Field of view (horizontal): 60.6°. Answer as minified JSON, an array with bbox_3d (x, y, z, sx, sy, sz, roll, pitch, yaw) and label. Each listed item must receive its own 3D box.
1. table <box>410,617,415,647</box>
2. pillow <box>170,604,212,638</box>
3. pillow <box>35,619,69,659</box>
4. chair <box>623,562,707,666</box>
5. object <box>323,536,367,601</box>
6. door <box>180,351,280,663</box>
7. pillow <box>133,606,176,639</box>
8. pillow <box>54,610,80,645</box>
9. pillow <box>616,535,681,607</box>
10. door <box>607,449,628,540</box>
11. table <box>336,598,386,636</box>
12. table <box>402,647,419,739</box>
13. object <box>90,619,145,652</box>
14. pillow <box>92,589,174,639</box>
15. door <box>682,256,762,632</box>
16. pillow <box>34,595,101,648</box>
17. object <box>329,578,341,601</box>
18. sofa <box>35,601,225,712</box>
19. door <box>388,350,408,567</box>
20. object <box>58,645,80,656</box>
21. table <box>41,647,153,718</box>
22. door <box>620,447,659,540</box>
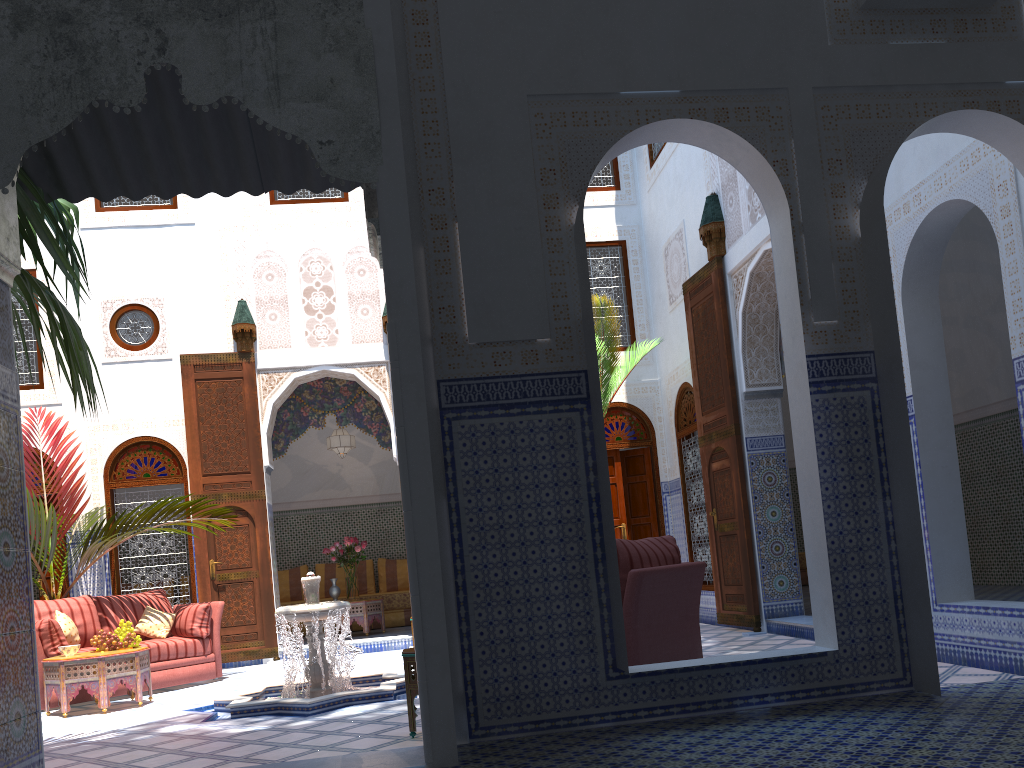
[{"bbox_3d":[-0.523,1.706,5.849,0.292,0.321,0.289,-11,-8,37],"label":"table"},{"bbox_3d":[-2.248,1.662,6.134,0.401,0.240,0.187,-13,-9,38],"label":"pillow"},{"bbox_3d":[-2.858,1.560,5.343,0.385,0.250,0.188,-13,-9,39],"label":"pillow"},{"bbox_3d":[0.400,1.064,3.721,0.736,0.536,0.815,-12,-11,37],"label":"chair"},{"bbox_3d":[-1.523,1.716,8.152,0.450,0.591,0.337,-7,-5,19],"label":"object"},{"bbox_3d":[-2.259,0.993,7.022,0.581,2.494,0.125,-5,-3,-12],"label":"door"},{"bbox_3d":[-2.470,1.648,6.057,0.266,0.234,0.148,-5,-5,-6],"label":"pillow"},{"bbox_3d":[-2.818,1.562,5.549,0.133,0.271,0.309,-5,-8,-7],"label":"pillow"},{"bbox_3d":[0.493,0.826,3.638,0.305,0.375,0.584,-10,-10,37],"label":"pillow"},{"bbox_3d":[0.849,1.293,7.487,0.285,1.450,0.125,-5,-3,-7],"label":"door"},{"bbox_3d":[-1.457,2.181,8.165,0.536,0.320,0.548,-4,-9,-7],"label":"table"},{"bbox_3d":[-0.263,1.164,3.340,0.288,0.321,0.294,-5,-7,-7],"label":"table"},{"bbox_3d":[-2.374,1.537,5.264,0.305,0.237,0.221,-1,-8,-27],"label":"object"},{"bbox_3d":[-2.651,1.649,6.184,0.324,0.370,0.562,-10,-10,37],"label":"pillow"},{"bbox_3d":[1.441,0.446,6.058,0.123,2.494,0.590,-5,-3,-13],"label":"door"},{"bbox_3d":[-2.993,1.591,5.737,0.294,0.387,0.584,-10,-10,37],"label":"pillow"},{"bbox_3d":[-1.647,1.915,8.137,0.106,0.211,0.108,-5,-5,-2],"label":"object"},{"bbox_3d":[-2.687,1.793,5.847,0.741,0.535,1.367,-12,-12,37],"label":"sofa"},{"bbox_3d":[-0.635,0.886,7.248,0.582,2.494,0.125,-5,-3,-7],"label":"door"},{"bbox_3d":[-2.577,1.554,5.102,0.119,0.056,0.119,-11,-11,29],"label":"object"},{"bbox_3d":[-2.413,1.733,5.116,0.536,0.320,0.548,-4,-9,-7],"label":"table"},{"bbox_3d":[1.130,1.289,7.596,0.287,1.450,0.024,-7,-3,23],"label":"door"}]
